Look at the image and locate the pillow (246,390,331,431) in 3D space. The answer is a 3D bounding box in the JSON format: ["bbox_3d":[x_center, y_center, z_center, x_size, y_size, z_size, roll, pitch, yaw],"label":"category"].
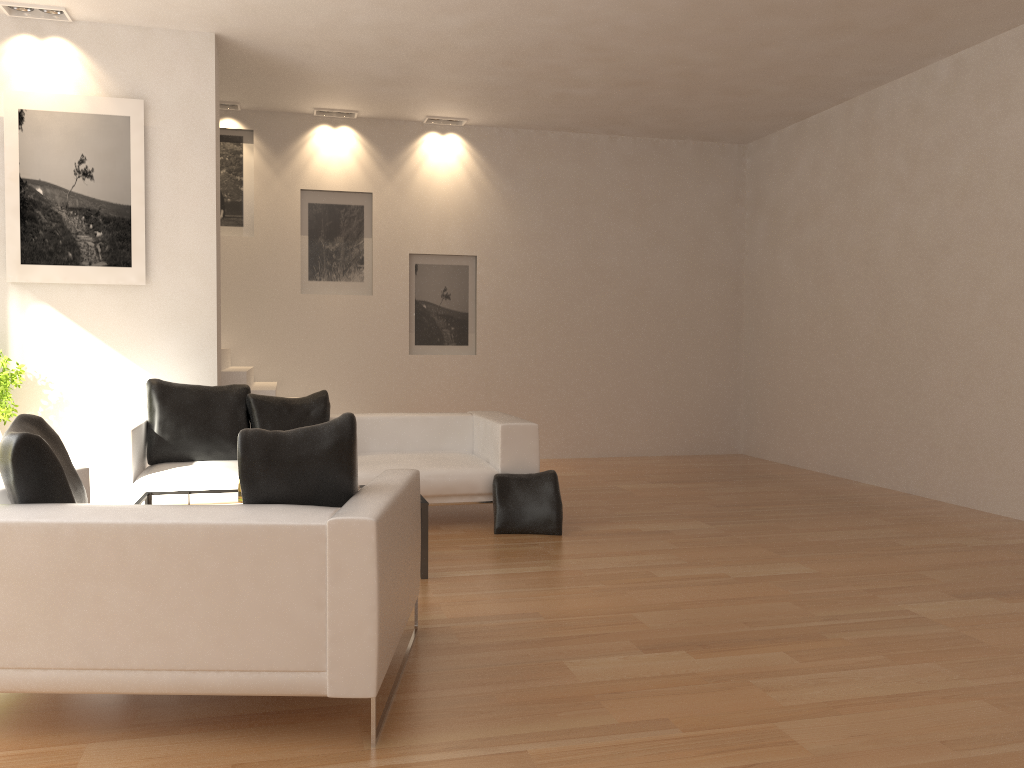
[{"bbox_3d":[-1.672,0.312,6.712,0.628,0.524,0.270,-1,3,-31],"label":"pillow"}]

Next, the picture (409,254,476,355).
[{"bbox_3d":[-0.781,-0.883,9.950,0.802,1.155,0.005,0,2,-14],"label":"picture"}]

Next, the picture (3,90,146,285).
[{"bbox_3d":[-3.334,-1.486,6.781,0.979,1.431,0.004,0,2,-14],"label":"picture"}]

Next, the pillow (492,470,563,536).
[{"bbox_3d":[0.110,0.842,6.250,0.503,0.457,0.340,1,2,4],"label":"pillow"}]

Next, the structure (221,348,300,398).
[{"bbox_3d":[-3.477,0.221,8.291,4.625,1.403,1.839,0,2,-14],"label":"structure"}]

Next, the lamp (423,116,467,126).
[{"bbox_3d":[-0.728,-2.941,9.671,0.446,0.166,0.243,0,2,-14],"label":"lamp"}]

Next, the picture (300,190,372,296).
[{"bbox_3d":[-1.906,-1.528,9.634,0.802,1.155,0.005,0,2,-14],"label":"picture"}]

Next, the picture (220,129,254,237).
[{"bbox_3d":[-3.109,-2.119,9.300,0.802,1.155,0.005,0,2,-14],"label":"picture"}]

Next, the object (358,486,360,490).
[{"bbox_3d":[-0.938,0.621,5.304,0.052,0.021,0.052,-1,3,-37],"label":"object"}]

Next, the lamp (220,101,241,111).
[{"bbox_3d":[-3.019,-2.932,9.084,0.446,0.166,0.243,0,2,-14],"label":"lamp"}]

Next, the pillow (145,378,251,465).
[{"bbox_3d":[-2.296,0.291,6.530,0.755,0.666,0.346,-1,3,-29],"label":"pillow"}]

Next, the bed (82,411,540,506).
[{"bbox_3d":[-1.423,0.631,6.618,3.075,0.761,1.262,0,2,-14],"label":"bed"}]

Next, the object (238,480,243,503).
[{"bbox_3d":[-1.481,0.527,4.904,0.068,0.257,0.067,1,2,4],"label":"object"}]

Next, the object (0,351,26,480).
[{"bbox_3d":[-3.834,0.345,6.383,0.570,1.324,0.631,0,2,0],"label":"object"}]

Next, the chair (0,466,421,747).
[{"bbox_3d":[-1.248,0.763,3.454,1.671,0.761,1.262,0,2,1],"label":"chair"}]

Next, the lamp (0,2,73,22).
[{"bbox_3d":[-3.528,-2.831,6.570,0.446,0.166,0.243,0,2,-14],"label":"lamp"}]

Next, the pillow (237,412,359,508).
[{"bbox_3d":[-0.772,0.435,3.293,0.506,0.666,0.324,-1,3,-24],"label":"pillow"}]

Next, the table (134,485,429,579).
[{"bbox_3d":[-1.308,0.876,5.069,1.566,0.460,0.709,0,2,-14],"label":"table"}]

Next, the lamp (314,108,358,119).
[{"bbox_3d":[-1.865,-2.937,9.380,0.446,0.166,0.243,0,2,-14],"label":"lamp"}]

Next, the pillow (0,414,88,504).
[{"bbox_3d":[-1.786,0.418,3.392,0.291,0.598,0.660,-1,3,-25],"label":"pillow"}]
